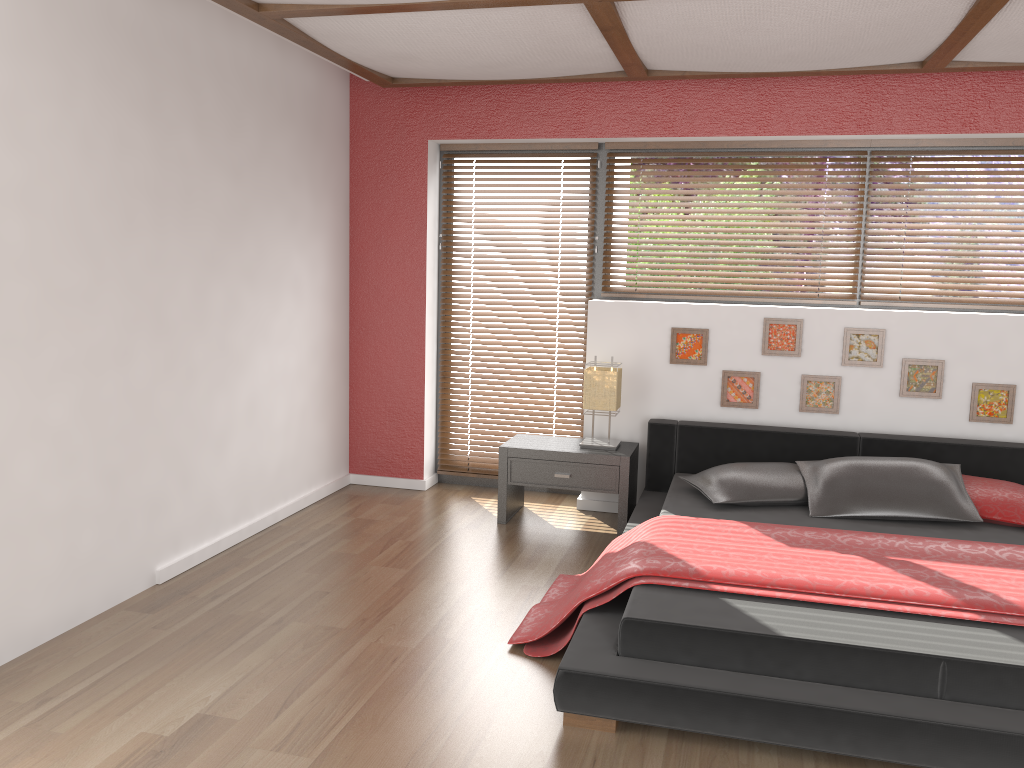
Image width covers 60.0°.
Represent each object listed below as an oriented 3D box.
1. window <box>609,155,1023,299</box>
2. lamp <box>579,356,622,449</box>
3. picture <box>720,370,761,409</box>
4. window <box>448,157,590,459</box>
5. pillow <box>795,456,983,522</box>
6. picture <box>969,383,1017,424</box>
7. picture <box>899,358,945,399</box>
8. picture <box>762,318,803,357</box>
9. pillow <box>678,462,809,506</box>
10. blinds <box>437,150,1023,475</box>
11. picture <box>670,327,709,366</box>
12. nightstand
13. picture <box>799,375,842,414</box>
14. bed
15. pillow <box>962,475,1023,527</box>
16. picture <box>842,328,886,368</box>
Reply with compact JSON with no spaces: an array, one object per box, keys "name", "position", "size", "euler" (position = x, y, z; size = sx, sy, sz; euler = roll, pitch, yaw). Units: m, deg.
[{"name":"window","position":[1.932,-0.868,4.878],"size":[2.817,0.786,0.020],"euler":[3,8,14]},{"name":"lamp","position":[0.489,0.088,4.798],"size":[0.200,0.480,0.200],"euler":[3,8,14]},{"name":"picture","position":[1.237,0.030,4.806],"size":[0.200,0.200,0.010],"euler":[3,8,14]},{"name":"window","position":[0.031,-0.443,5.437],"size":[0.889,1.893,0.020],"euler":[3,8,14]},{"name":"pillow","position":[1.699,0.465,4.043],"size":[0.744,0.241,0.386],"euler":[3,8,10]},{"name":"picture","position":[2.436,0.098,4.496],"size":[0.200,0.200,0.010],"euler":[3,8,14]},{"name":"picture","position":[2.111,-0.028,4.566],"size":[0.200,0.200,0.010],"euler":[3,8,14]},{"name":"picture","position":[1.438,-0.248,4.718],"size":[0.200,0.200,0.010],"euler":[3,8,14]},{"name":"pillow","position":[1.224,0.476,4.260],"size":[0.745,0.172,0.418],"euler":[0,8,-10]},{"name":"blinds","position":[1.897,-0.287,4.889],"size":[4.840,1.952,0.032],"euler":[3,8,14]},{"name":"picture","position":[0.968,-0.205,4.848],"size":[0.200,0.200,0.010],"euler":[3,8,14]},{"name":"nightstand","position":[0.312,0.541,4.860],"size":[0.700,0.423,0.413],"euler":[3,8,14]},{"name":"picture","position":[1.634,0.055,4.703],"size":[0.200,0.200,0.010],"euler":[3,8,14]},{"name":"bed","position":[1.359,0.663,3.554],"size":[2.469,0.577,2.413],"euler":[3,8,14]},{"name":"pillow","position":[2.119,0.523,4.084],"size":[0.745,0.172,0.418],"euler":[6,9,33]},{"name":"picture","position":[1.831,-0.190,4.621],"size":[0.200,0.200,0.010],"euler":[3,8,14]}]
